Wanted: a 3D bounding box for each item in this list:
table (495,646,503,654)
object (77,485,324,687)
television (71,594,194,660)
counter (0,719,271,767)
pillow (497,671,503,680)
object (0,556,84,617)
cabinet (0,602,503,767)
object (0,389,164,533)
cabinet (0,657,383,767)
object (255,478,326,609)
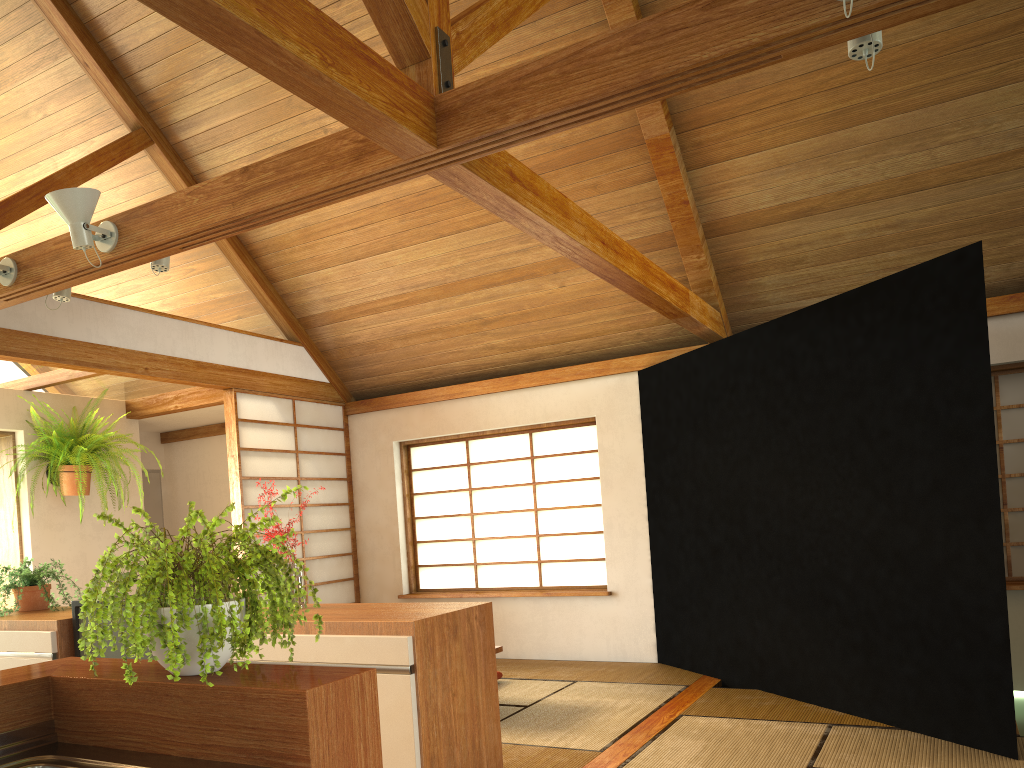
[{"bbox_3d":[-0.714,1.645,4.818,1.287,0.334,0.566,-9,-8,30],"label":"table"},{"bbox_3d":[-0.597,0.379,1.644,0.421,0.349,0.535,0,-7,-37],"label":"object"},{"bbox_3d":[-1.370,1.119,3.554,0.685,0.537,0.461,-7,-5,29],"label":"television"},{"bbox_3d":[-1.157,0.571,0.470,0.659,0.168,2.439,-8,-9,26],"label":"counter"},{"bbox_3d":[-0.426,1.821,5.403,0.600,0.131,0.526,-8,-9,27],"label":"pillow"},{"bbox_3d":[-2.309,1.007,4.167,0.483,0.374,0.595,-3,-6,-12],"label":"object"},{"bbox_3d":[-1.371,1.289,3.527,2.836,0.736,0.523,-9,-5,30],"label":"cabinet"},{"bbox_3d":[-3.126,0.568,6.407,1.116,1.122,1.216,-6,-5,21],"label":"object"},{"bbox_3d":[-1.178,0.862,0.601,0.897,0.873,2.627,-6,-8,26],"label":"cabinet"},{"bbox_3d":[-0.844,0.594,3.264,0.243,0.498,0.221,-5,-2,35],"label":"object"}]
